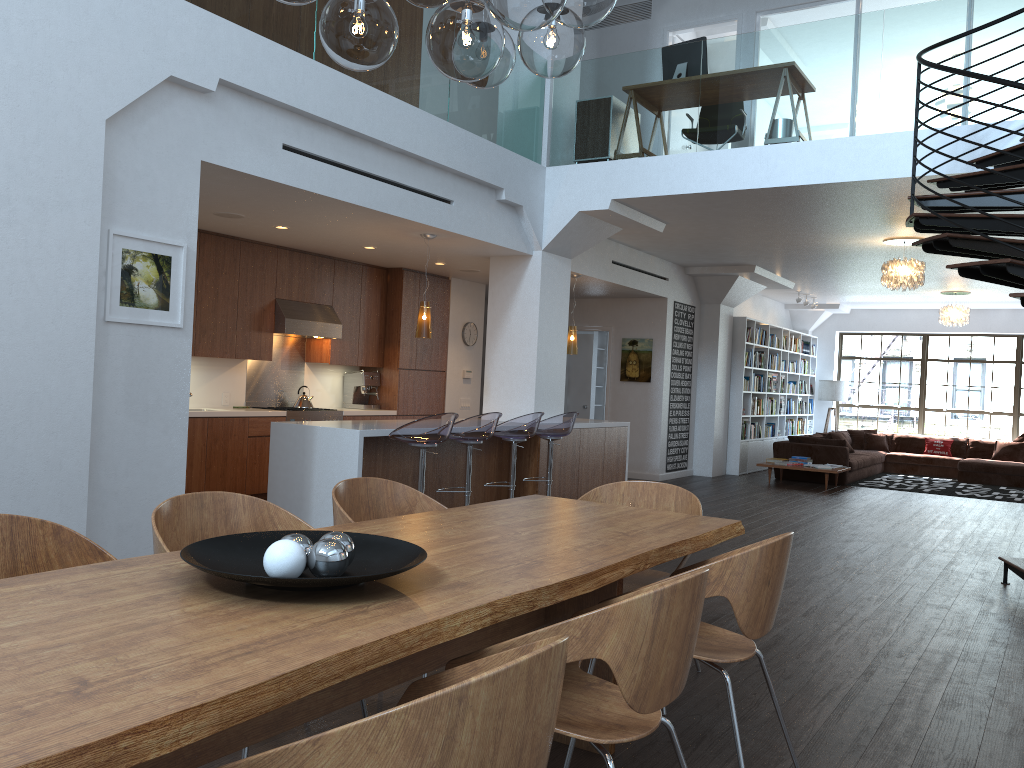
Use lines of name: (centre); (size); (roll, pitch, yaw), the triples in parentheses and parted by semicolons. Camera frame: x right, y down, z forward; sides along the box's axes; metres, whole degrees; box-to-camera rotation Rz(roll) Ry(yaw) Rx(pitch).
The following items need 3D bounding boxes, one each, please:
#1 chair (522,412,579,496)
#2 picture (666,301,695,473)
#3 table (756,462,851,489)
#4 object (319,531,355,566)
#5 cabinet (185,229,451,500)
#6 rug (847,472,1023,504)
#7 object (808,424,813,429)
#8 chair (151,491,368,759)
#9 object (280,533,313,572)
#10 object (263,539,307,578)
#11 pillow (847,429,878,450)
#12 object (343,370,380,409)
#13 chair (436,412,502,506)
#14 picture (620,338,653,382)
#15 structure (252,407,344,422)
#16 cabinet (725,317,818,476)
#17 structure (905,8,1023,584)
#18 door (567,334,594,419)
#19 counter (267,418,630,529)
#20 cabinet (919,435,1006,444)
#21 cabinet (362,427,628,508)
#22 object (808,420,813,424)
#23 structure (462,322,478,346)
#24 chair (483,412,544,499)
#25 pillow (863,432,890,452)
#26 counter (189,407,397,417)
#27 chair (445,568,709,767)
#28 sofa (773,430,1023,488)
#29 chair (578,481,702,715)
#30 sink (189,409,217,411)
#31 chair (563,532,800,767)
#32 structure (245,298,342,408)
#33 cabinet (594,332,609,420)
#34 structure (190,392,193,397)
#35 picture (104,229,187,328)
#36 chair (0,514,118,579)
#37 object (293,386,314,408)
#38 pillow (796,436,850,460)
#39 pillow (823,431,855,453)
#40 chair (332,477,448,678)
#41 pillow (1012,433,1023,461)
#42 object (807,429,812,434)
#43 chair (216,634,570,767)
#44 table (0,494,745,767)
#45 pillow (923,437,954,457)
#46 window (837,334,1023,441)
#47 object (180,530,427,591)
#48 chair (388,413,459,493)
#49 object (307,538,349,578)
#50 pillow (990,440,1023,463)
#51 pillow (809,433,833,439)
chair: (0.341, 0.744, 8.063); (0.481, 1.014, 0.530); (3, 0, 34)
picture: (2.407, 0.048, 12.613); (0.021, 2.380, 0.800); (3, 0, 32)
table: (4.128, 1.291, 12.562); (1.100, 0.271, 0.853); (3, 0, 32)
object: (-0.445, 0.422, 2.236); (0.100, 0.100, 0.100); (3, 0, -13)
cabinet: (-2.474, -0.138, 8.822); (0.598, 2.499, 5.299); (3, 0, 32)
rug: (7.315, 1.579, 12.946); (4.200, 0.007, 3.100); (3, 0, 34)
object: (5.609, 0.818, 17.151); (0.331, 0.088, 0.410); (3, 0, 32)
chair: (-0.845, 0.795, 2.857); (0.618, 0.833, 0.629); (3, 0, 32)
object: (-0.541, 0.422, 2.209); (0.100, 0.100, 0.100); (3, 0, -13)
object: (-0.539, 0.420, 2.106); (0.100, 0.100, 0.100); (3, 0, -13)
pillow: (6.368, 1.013, 16.004); (0.580, 0.418, 0.334); (3, 0, 5)
object: (-1.675, 0.068, 10.193); (0.439, 0.455, 0.284); (3, 0, 32)
chair: (-0.347, 0.713, 6.999); (0.481, 1.014, 0.530); (3, 0, 30)
picture: (1.723, -0.331, 12.286); (0.450, 0.600, 0.030); (3, 0, 32)
structure: (-2.250, 0.711, 9.194); (0.662, 0.919, 0.811); (3, 0, 32)
cabinet: (4.500, 0.227, 15.481); (0.461, 2.414, 4.500); (3, 0, 32)
structure: (3.449, -0.763, 5.338); (1.998, 4.352, 1.998); (3, 0, -7)
door: (0.859, 0.235, 13.792); (0.826, 2.032, 0.174); (3, 0, 32)
counter: (-0.356, 0.794, 6.636); (3.039, 0.860, 8.182); (3, 0, 3)
cabinet: (8.132, 1.300, 15.997); (1.520, 0.625, 0.350); (3, 0, 32)
cabinet: (-0.266, 0.815, 8.498); (0.898, 0.796, 4.493); (3, 0, 32)
object: (5.607, 0.731, 17.154); (0.316, 0.088, 0.410); (3, 0, 32)
structure: (-0.534, -0.632, 11.251); (0.040, 0.300, 0.300); (3, 0, 32)
chair: (0.006, 0.729, 7.529); (0.481, 1.014, 0.530); (3, 0, 30)
pillow: (6.477, 1.037, 15.820); (0.489, 0.337, 0.238); (3, 0, 2)
counter: (-2.737, 0.266, 8.436); (0.600, 0.050, 4.387); (3, 0, 32)
chair: (0.169, 0.847, 2.226); (0.618, 0.833, 0.629); (3, 0, 34)
sofa: (6.456, 1.203, 14.098); (3.481, 0.664, 4.197); (3, 0, 32)
chair: (0.495, 0.858, 3.823); (0.629, 0.833, 0.618); (3, 0, 27)
sink: (-2.957, 0.312, 8.072); (0.440, 0.137, 0.740); (3, 0, 32)
chair: (0.583, 0.864, 2.872); (0.617, 0.830, 0.629); (3, 0, 32)
structure: (-2.257, -0.293, 9.226); (0.529, 1.110, 0.811); (3, 0, 32)
cabinet: (1.038, -0.228, 14.462); (0.527, 2.991, 2.630); (3, 0, 32)
structure: (-3.066, 0.147, 8.170); (0.263, 0.155, 0.064); (3, 0, 16)
picture: (-2.083, -0.590, 5.060); (0.018, 0.500, 0.500); (3, 0, 32)
chair: (-1.251, 0.777, 2.211); (0.618, 0.833, 0.629); (3, 0, 32)
object: (-2.223, 0.135, 9.475); (0.222, 0.235, 0.222); (3, 0, 7)
pillow: (4.623, 0.972, 13.188); (0.750, 0.364, 0.289); (3, 0, 31)
pillow: (5.402, 0.986, 14.699); (0.625, 0.391, 0.325); (3, 0, -41)
chair: (-0.415, 0.814, 3.509); (0.618, 0.833, 0.629); (3, 0, 30)
pillow: (8.524, 1.040, 14.754); (0.651, 0.587, 0.335); (3, 0, 11)
object: (5.605, 0.906, 17.151); (0.331, 0.088, 0.410); (3, 0, 32)
chair: (-0.221, 0.829, 1.569); (0.618, 0.833, 0.629); (3, 0, 32)
table: (-0.530, 0.854, 2.192); (1.012, 0.750, 3.803); (3, 0, 32)
pillow: (7.405, 1.100, 15.402); (0.465, 0.308, 0.220); (3, 0, 28)
window: (8.482, 0.051, 16.455); (4.648, 1.905, 0.114); (3, 0, 32)
object: (-0.508, 0.446, 2.196); (0.592, 0.066, 0.592); (3, 0, -10)
chair: (-0.660, 0.700, 6.449); (0.481, 1.014, 0.530); (3, 0, 34)
object: (-0.442, 0.422, 2.134); (0.100, 0.100, 0.100); (3, 0, -13)
pillow: (8.258, 1.109, 14.724); (0.248, 0.362, 0.542); (3, 0, -37)
pillow: (4.735, 0.935, 13.433); (0.269, 0.411, 0.559); (3, 0, -12)
